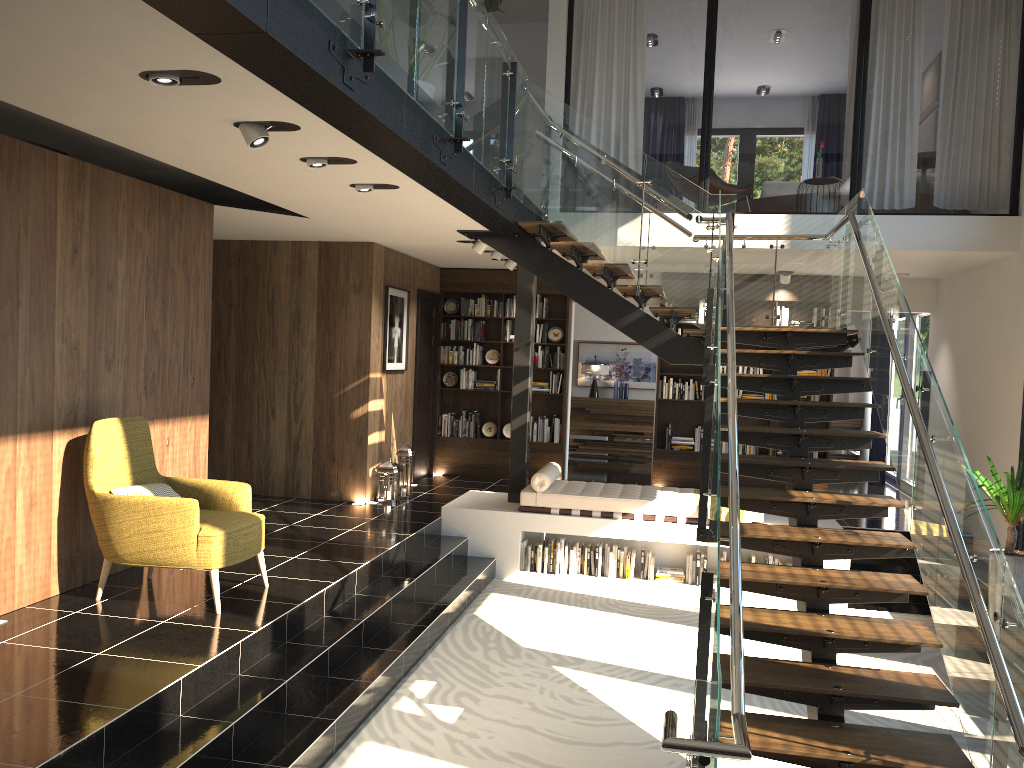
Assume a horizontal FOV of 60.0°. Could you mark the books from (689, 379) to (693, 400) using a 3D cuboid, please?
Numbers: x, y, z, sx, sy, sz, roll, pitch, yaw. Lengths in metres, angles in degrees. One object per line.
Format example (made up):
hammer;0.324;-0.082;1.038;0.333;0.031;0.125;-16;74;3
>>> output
books;2.223;0.069;11.016;0.029;0.256;0.167;3;2;11

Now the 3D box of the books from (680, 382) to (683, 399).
books;2.115;0.083;11.067;0.021;0.216;0.170;3;2;11

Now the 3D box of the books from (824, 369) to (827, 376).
books;3.775;-0.142;10.703;0.023;0.189;0.197;3;2;11

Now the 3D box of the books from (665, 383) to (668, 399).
books;1.934;0.084;11.079;0.028;0.199;0.175;3;2;11

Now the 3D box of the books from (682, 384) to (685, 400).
books;2.140;0.096;11.056;0.033;0.193;0.172;3;2;11

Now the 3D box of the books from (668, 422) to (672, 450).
books;1.971;0.648;11.089;0.028;0.340;0.203;3;2;11

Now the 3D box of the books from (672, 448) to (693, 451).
books;2.135;0.811;11.110;0.247;0.026;0.148;3;2;10

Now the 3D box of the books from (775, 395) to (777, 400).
books;3.215;0.134;10.808;0.029;0.214;0.149;3;2;11

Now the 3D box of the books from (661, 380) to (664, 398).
books;1.887;0.062;11.124;0.028;0.238;0.134;3;2;11

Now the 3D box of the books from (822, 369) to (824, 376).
books;3.759;-0.162;10.735;0.023;0.225;0.146;3;2;11

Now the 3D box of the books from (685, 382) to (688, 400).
books;2.169;0.084;11.037;0.030;0.222;0.189;3;2;11

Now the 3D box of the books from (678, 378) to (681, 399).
books;2.089;0.054;11.058;0.029;0.272;0.152;3;2;11

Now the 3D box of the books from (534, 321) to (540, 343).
books;0.314;-0.673;11.387;0.049;0.286;0.259;3;2;11

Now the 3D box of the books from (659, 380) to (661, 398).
books;1.859;0.066;11.125;0.025;0.227;0.156;3;2;11

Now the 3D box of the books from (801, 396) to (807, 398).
books;3.432;0.149;10.767;0.260;0.021;0.167;3;2;9

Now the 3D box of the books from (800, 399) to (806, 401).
books;3.433;0.192;10.781;0.247;0.022;0.148;3;2;12

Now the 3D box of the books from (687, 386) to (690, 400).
books;2.198;0.110;11.044;0.027;0.171;0.146;3;2;11

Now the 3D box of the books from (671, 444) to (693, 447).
books;2.136;0.762;11.104;0.271;0.025;0.156;3;2;12

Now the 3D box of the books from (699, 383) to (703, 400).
books;2.345;0.098;11.001;0.028;0.210;0.169;3;2;11

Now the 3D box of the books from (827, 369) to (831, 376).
books;3.812;-0.143;10.697;0.051;0.194;0.192;3;2;11

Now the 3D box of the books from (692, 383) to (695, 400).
books;2.255;0.096;11.035;0.030;0.205;0.170;3;2;11

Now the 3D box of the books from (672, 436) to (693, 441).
books;2.137;0.682;11.090;0.257;0.024;0.167;3;2;11

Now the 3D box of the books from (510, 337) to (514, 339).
books;0.123;-0.588;11.461;0.266;0.030;0.209;3;2;12

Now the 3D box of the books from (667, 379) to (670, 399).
books;1.964;0.062;11.092;0.023;0.245;0.159;3;2;11

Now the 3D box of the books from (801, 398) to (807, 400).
books;3.432;0.171;10.770;0.268;0.022;0.156;3;2;7

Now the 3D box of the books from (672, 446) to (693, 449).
books;2.133;0.787;11.093;0.258;0.024;0.167;3;2;12

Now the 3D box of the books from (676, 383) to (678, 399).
books;2.060;0.091;11.061;0.024;0.197;0.172;3;2;11

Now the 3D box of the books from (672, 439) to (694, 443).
books;2.138;0.706;11.102;0.271;0.025;0.156;3;2;12

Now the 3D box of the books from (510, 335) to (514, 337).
books;0.125;-0.613;11.468;0.264;0.021;0.189;3;2;9

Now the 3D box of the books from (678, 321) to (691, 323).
books;2.163;-0.768;11.014;0.268;0.026;0.156;3;2;15

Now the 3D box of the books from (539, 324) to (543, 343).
books;0.388;-0.646;11.393;0.047;0.238;0.225;3;2;11

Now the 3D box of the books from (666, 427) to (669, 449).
books;1.952;0.680;11.140;0.025;0.270;0.156;3;2;11

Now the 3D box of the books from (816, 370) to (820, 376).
books;3.706;-0.161;10.737;0.026;0.219;0.156;3;2;11

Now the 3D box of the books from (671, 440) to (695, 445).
books;2.134;0.734;11.089;0.287;0.031;0.176;3;2;9

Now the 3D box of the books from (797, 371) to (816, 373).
books;3.562;-0.152;10.785;0.246;0.021;0.148;3;2;11

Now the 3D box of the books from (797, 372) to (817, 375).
books;3.558;-0.131;10.772;0.260;0.020;0.167;3;2;9

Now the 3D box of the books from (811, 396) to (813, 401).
books;3.621;0.154;10.726;0.025;0.212;0.167;3;2;11

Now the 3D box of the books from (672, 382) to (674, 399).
books;2.013;0.083;11.078;0.022;0.207;0.130;3;2;11

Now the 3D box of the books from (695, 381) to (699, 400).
books;2.297;0.082;11.007;0.070;0.236;0.206;3;2;11

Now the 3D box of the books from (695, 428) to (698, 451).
books;2.295;0.690;11.040;0.030;0.284;0.177;3;2;11

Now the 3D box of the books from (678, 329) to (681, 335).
books;2.079;-0.564;11.030;0.034;0.245;0.127;3;2;11

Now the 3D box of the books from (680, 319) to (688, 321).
books;2.165;-0.793;11.016;0.273;0.025;0.156;3;2;9

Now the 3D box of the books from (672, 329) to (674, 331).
books;2.000;-0.573;11.050;0.029;0.255;0.128;3;3;11

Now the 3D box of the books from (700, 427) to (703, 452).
books;2.362;0.684;11.040;0.036;0.302;0.186;3;2;11

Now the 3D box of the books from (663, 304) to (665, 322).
books;1.901;-0.899;11.071;0.026;0.263;0.156;3;2;11

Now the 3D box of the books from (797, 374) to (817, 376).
books;3.558;-0.111;10.775;0.259;0.020;0.167;3;2;10

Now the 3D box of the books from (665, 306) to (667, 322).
books;1.927;-0.891;11.058;0.032;0.250;0.167;3;2;11

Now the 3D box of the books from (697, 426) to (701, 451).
books;2.330;0.678;11.051;0.031;0.310;0.169;3;2;11

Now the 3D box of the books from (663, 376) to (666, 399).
books;1.908;0.041;11.085;0.028;0.282;0.168;3;2;11

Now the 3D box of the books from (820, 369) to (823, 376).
books;3.731;-0.170;10.722;0.028;0.240;0.187;3;2;11

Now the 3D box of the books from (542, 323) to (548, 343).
books;0.425;-0.650;11.370;0.035;0.251;0.196;3;2;11

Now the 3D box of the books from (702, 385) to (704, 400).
books;2.377;0.110;11.038;0.022;0.185;0.127;3;2;11

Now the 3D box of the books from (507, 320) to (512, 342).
books;-0.031;-0.685;11.477;0.016;0.278;0.209;3;2;11

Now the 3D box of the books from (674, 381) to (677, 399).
books;2.037;0.075;11.073;0.028;0.227;0.136;3;2;11

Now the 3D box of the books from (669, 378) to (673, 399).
books;1.986;0.057;11.069;0.029;0.258;0.181;3;2;11

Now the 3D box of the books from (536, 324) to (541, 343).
books;0.349;-0.646;11.383;0.025;0.235;0.231;3;2;11

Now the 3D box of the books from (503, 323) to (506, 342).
books;-0.076;-0.670;11.508;0.028;0.242;0.194;3;2;11

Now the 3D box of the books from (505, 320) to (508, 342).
books;-0.053;-0.687;11.477;0.027;0.279;0.166;3;2;11
